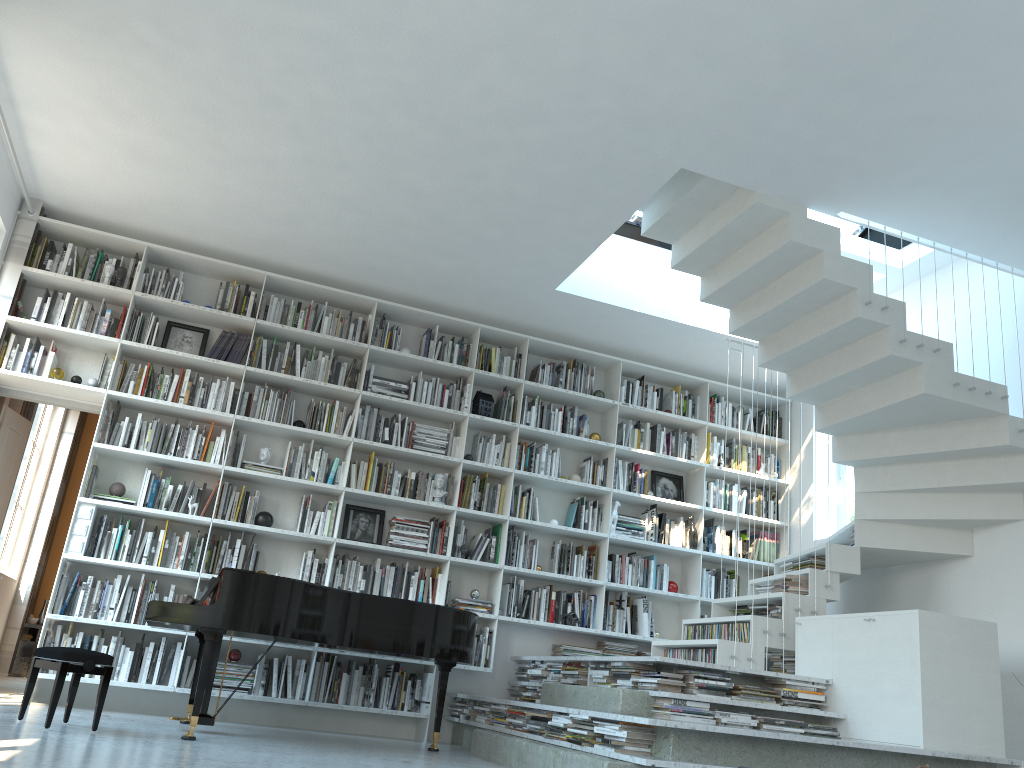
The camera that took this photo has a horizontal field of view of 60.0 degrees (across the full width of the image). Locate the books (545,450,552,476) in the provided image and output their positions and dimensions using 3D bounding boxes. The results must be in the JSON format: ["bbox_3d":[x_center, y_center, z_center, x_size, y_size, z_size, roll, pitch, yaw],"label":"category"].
[{"bbox_3d":[0.263,0.666,7.138,0.025,0.244,0.184,13,-20,-17],"label":"books"}]

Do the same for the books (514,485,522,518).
[{"bbox_3d":[0.020,0.943,6.946,0.013,0.278,0.192,13,-20,-17],"label":"books"}]

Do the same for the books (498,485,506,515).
[{"bbox_3d":[-0.104,0.933,6.941,0.033,0.267,0.142,13,-20,-17],"label":"books"}]

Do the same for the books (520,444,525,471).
[{"bbox_3d":[0.055,0.618,7.075,0.014,0.247,0.177,13,-20,-17],"label":"books"}]

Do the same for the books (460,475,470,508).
[{"bbox_3d":[-0.382,0.852,6.840,0.035,0.292,0.145,13,-20,-17],"label":"books"}]

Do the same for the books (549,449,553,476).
[{"bbox_3d":[0.280,0.668,7.166,0.024,0.261,0.134,13,-20,-17],"label":"books"}]

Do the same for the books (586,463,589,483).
[{"bbox_3d":[0.585,0.763,7.250,0.005,0.204,0.154,13,-20,-17],"label":"books"}]

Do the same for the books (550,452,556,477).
[{"bbox_3d":[0.304,0.683,7.156,0.021,0.231,0.183,13,-20,-17],"label":"books"}]

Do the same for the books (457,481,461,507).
[{"bbox_3d":[-0.432,0.869,6.833,0.014,0.243,0.145,13,-20,-17],"label":"books"}]

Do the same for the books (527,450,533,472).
[{"bbox_3d":[0.113,0.650,7.099,0.026,0.215,0.162,13,-20,-17],"label":"books"}]

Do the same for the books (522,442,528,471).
[{"bbox_3d":[0.080,0.616,7.116,0.014,0.283,0.136,13,-20,-17],"label":"books"}]

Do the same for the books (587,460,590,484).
[{"bbox_3d":[0.595,0.752,7.256,0.012,0.231,0.154,13,-20,-17],"label":"books"}]

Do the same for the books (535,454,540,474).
[{"bbox_3d":[0.171,0.672,7.110,0.025,0.193,0.171,13,-20,-17],"label":"books"}]

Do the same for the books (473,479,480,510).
[{"bbox_3d":[-0.302,0.885,6.885,0.035,0.277,0.139,13,-20,-17],"label":"books"}]

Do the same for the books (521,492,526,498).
[{"bbox_3d":[0.062,0.979,6.979,0.008,0.241,0.169,13,-20,-17],"label":"books"}]

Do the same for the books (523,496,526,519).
[{"bbox_3d":[0.070,0.997,6.977,0.014,0.208,0.157,13,-20,-17],"label":"books"}]

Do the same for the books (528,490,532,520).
[{"bbox_3d":[0.110,0.975,6.999,0.006,0.272,0.167,13,-20,-17],"label":"books"}]

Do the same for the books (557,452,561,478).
[{"bbox_3d":[0.359,0.689,7.187,0.034,0.253,0.161,13,-20,-17],"label":"books"}]

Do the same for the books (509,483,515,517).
[{"bbox_3d":[-0.026,0.934,6.949,0.035,0.286,0.192,13,-20,-17],"label":"books"}]

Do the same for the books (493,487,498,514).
[{"bbox_3d":[-0.161,0.931,6.912,0.028,0.238,0.146,13,-20,-17],"label":"books"}]

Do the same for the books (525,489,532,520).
[{"bbox_3d":[0.106,0.974,6.992,0.006,0.269,0.179,13,-20,-17],"label":"books"}]

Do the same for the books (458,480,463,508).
[{"bbox_3d":[-0.422,0.874,6.848,0.013,0.246,0.177,13,-20,-17],"label":"books"}]

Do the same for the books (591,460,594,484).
[{"bbox_3d":[0.623,0.752,7.265,0.016,0.243,0.152,13,-20,-17],"label":"books"}]

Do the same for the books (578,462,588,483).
[{"bbox_3d":[0.575,0.755,7.253,0.015,0.219,0.140,13,-20,-17],"label":"books"}]

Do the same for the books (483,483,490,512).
[{"bbox_3d":[-0.228,0.909,6.890,0.033,0.252,0.175,13,-20,-17],"label":"books"}]

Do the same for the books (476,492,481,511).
[{"bbox_3d":[-0.285,0.937,6.879,0.030,0.180,0.132,13,-20,-17],"label":"books"}]

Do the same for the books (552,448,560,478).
[{"bbox_3d":[0.332,0.666,7.158,0.024,0.271,0.170,13,-20,-17],"label":"books"}]

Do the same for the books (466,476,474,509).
[{"bbox_3d":[-0.350,0.863,6.861,0.035,0.292,0.145,13,-20,-17],"label":"books"}]

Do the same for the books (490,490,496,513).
[{"bbox_3d":[-0.180,0.937,6.881,0.034,0.203,0.182,13,-20,-17],"label":"books"}]

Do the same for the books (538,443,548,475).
[{"bbox_3d":[0.237,0.641,7.152,0.027,0.294,0.160,13,-20,-17],"label":"books"}]

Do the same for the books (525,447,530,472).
[{"bbox_3d":[0.097,0.636,7.095,0.013,0.235,0.158,13,-20,-17],"label":"books"}]

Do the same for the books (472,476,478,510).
[{"bbox_3d":[-0.312,0.867,6.861,0.019,0.293,0.164,13,-20,-17],"label":"books"}]

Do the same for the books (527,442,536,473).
[{"bbox_3d":[0.142,0.618,7.098,0.014,0.279,0.178,13,-20,-17],"label":"books"}]

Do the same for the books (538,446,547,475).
[{"bbox_3d":[0.217,0.642,7.116,0.030,0.262,0.182,13,-20,-17],"label":"books"}]

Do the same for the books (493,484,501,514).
[{"bbox_3d":[-0.136,0.922,6.919,0.032,0.265,0.143,13,-20,-17],"label":"books"}]

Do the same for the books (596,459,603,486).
[{"bbox_3d":[0.693,0.756,7.274,0.016,0.256,0.176,13,-20,-17],"label":"books"}]

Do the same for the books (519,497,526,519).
[{"bbox_3d":[0.056,0.992,6.943,0.017,0.191,0.192,13,-20,-17],"label":"books"}]

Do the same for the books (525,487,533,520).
[{"bbox_3d":[0.120,0.970,7.004,0.013,0.286,0.159,13,-20,-17],"label":"books"}]

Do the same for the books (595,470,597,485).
[{"bbox_3d":[0.658,0.780,7.277,0.012,0.205,0.138,13,-20,-17],"label":"books"}]

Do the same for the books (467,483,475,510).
[{"bbox_3d":[-0.332,0.893,6.849,0.015,0.231,0.180,13,-20,-17],"label":"books"}]

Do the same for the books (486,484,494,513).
[{"bbox_3d":[-0.198,0.912,6.873,0.027,0.241,0.189,13,-20,-17],"label":"books"}]

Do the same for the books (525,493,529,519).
[{"bbox_3d":[0.091,0.987,6.992,0.017,0.242,0.133,13,-20,-17],"label":"books"}]

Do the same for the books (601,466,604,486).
[{"bbox_3d":[0.704,0.784,7.269,0.013,0.203,0.174,13,-20,-17],"label":"books"}]

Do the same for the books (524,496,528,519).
[{"bbox_3d":[0.082,0.995,6.973,0.007,0.211,0.158,13,-20,-17],"label":"books"}]

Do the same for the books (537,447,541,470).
[{"bbox_3d":[0.189,0.648,7.130,0.011,0.256,0.131,13,-20,-17],"label":"books"}]

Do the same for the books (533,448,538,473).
[{"bbox_3d":[0.154,0.644,7.102,0.022,0.236,0.165,13,-20,-17],"label":"books"}]

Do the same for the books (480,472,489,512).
[{"bbox_3d":[-0.239,0.864,6.895,0.022,0.336,0.170,13,-20,-17],"label":"books"}]

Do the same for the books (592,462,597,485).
[{"bbox_3d":[0.648,0.766,7.272,0.016,0.227,0.160,13,-20,-17],"label":"books"}]

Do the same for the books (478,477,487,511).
[{"bbox_3d":[-0.247,0.877,6.867,0.019,0.292,0.182,13,-20,-17],"label":"books"}]

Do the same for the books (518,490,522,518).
[{"bbox_3d":[0.035,0.968,6.977,0.013,0.255,0.145,13,-20,-17],"label":"books"}]

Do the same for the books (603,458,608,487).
[{"bbox_3d":[0.740,0.755,7.288,0.005,0.277,0.183,13,-20,-17],"label":"books"}]

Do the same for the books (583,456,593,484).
[{"bbox_3d":[0.614,0.735,7.254,0.015,0.266,0.164,13,-20,-17],"label":"books"}]

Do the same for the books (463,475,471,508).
[{"bbox_3d":[-0.374,0.858,6.853,0.035,0.292,0.145,13,-20,-17],"label":"books"}]

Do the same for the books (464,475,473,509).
[{"bbox_3d":[-0.357,0.856,6.844,0.035,0.292,0.145,13,-20,-17],"label":"books"}]

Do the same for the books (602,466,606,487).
[{"bbox_3d":[0.726,0.789,7.280,0.012,0.205,0.170,13,-20,-17],"label":"books"}]

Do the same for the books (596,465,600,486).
[{"bbox_3d":[0.673,0.782,7.270,0.013,0.201,0.174,13,-20,-17],"label":"books"}]

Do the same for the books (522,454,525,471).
[{"bbox_3d":[0.064,0.657,7.080,0.021,0.178,0.137,13,-20,-17],"label":"books"}]

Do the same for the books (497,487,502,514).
[{"bbox_3d":[-0.124,0.939,6.935,0.019,0.247,0.149,13,-20,-17],"label":"books"}]
